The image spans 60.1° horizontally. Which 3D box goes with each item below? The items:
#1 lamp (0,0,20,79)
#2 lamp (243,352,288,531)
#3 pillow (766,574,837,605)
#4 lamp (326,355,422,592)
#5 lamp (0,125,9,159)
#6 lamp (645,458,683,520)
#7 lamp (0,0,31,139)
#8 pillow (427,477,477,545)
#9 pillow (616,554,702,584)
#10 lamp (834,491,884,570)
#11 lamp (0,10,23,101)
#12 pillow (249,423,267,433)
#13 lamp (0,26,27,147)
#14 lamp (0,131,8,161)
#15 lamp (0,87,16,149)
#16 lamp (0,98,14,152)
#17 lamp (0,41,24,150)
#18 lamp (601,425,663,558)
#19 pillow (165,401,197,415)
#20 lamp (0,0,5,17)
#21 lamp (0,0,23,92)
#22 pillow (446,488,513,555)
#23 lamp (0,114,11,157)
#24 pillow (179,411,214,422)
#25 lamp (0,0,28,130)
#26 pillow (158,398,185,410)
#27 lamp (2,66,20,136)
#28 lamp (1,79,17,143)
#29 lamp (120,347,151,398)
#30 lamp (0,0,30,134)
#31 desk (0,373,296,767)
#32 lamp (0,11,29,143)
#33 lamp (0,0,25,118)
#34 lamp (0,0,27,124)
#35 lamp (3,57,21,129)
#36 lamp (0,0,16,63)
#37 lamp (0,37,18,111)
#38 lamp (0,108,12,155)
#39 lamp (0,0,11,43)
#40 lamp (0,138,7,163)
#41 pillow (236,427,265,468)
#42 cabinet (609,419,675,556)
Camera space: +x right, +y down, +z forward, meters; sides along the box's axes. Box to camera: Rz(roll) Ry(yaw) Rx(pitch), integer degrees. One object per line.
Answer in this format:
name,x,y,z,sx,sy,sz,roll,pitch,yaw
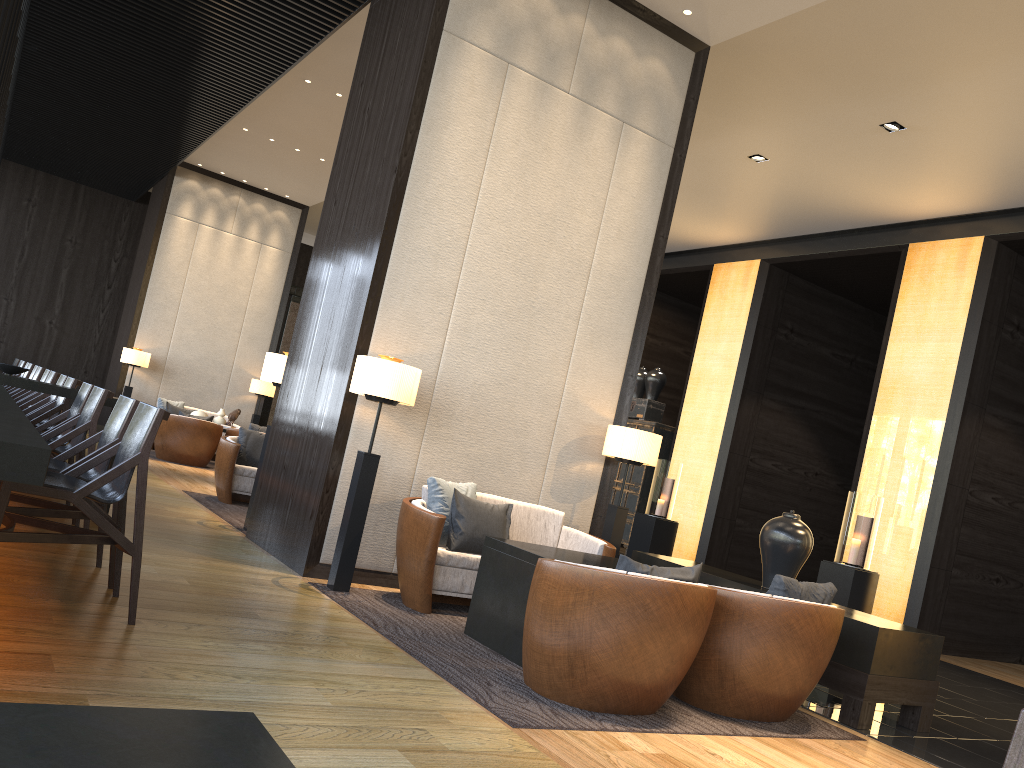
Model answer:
lamp,-2.358,-2.070,4.273,0.060,2.416,0.059,14,-2,-36
lamp,-1.778,0.436,6.564,0.375,1.348,0.375,13,-2,-2
pillow,1.297,1.068,4.110,0.401,0.361,0.221,15,-3,-31
lamp,-0.838,0.508,5.028,0.377,1.348,0.373,15,-3,-41
lamp,-7.105,-2.435,12.022,0.060,2.416,0.059,14,-2,-36
lamp,1.951,1.347,11.375,0.335,0.728,0.339,11,-3,32
lamp,-4.365,-2.225,7.550,0.060,2.416,0.060,14,-2,-26
pillow,-0.358,0.776,5.334,0.200,0.399,0.436,11,-4,37
pillow,0.588,0.871,3.656,0.444,0.337,0.204,15,-3,-25
lamp,3.479,1.464,8.881,0.335,0.728,0.339,11,-3,32
lamp,-2.869,-2.109,5.107,0.060,2.416,0.059,14,-2,-36
pillow,-3.294,0.715,11.604,0.401,0.361,0.221,15,-3,-31
lamp,-4.851,-2.262,8.342,0.060,2.416,0.060,14,-2,-26
lamp,-7.364,-2.455,12.445,0.060,2.416,0.059,14,-2,-36
lamp,-6.087,-2.357,10.361,0.060,2.416,0.059,14,-2,-36
lamp,-6.347,-2.377,10.784,0.060,2.416,0.059,14,-2,-36
lamp,-5.108,-2.282,8.762,0.060,2.416,0.059,14,-2,-36
lamp,0.696,0.961,6.009,0.374,1.316,0.376,12,-2,12
pillow,-4.790,0.473,12.749,0.475,0.360,0.218,15,-4,-35
lamp,-1.555,-2.008,2.962,0.060,2.416,0.059,14,-2,-36
lamp,-2.645,-2.092,4.741,0.060,2.416,0.059,14,-2,-36
pillow,-0.199,0.826,5.255,0.475,0.360,0.218,15,-4,-35
lamp,-6.840,-2.415,11.590,0.060,2.416,0.059,14,-2,-36
pillow,-4.002,0.518,11.150,0.444,0.337,0.204,15,-3,-25
lamp,-3.873,-2.187,6.746,0.060,2.416,0.059,14,-2,-36
pillow,-4.949,0.424,12.828,0.200,0.399,0.436,11,-4,37
lamp,-5.601,-2.319,9.566,0.060,2.416,0.059,14,-2,-36
lamp,-5.847,-2.338,9.968,0.060,2.416,0.059,14,-2,-36
lamp,-5.490,0.151,12.622,0.375,1.348,0.375,13,-2,-2
lamp,-4.105,-2.204,7.124,0.060,2.416,0.059,14,-2,-36
desk,-0.824,0.473,1.295,1.792,0.758,28.625,16,-6,-31
lamp,-4.614,-2.244,7.956,0.060,2.416,0.059,14,-2,-36
lamp,-3.383,-2.149,5.946,0.060,2.416,0.059,14,-2,-36
lamp,-3.620,-2.167,6.334,0.060,2.416,0.059,14,-2,-36
lamp,-5.365,-2.301,9.181,0.060,2.416,0.060,14,-2,-26
lamp,-2.089,-2.050,3.835,0.060,2.416,0.059,14,-2,-36
lamp,-3.141,-2.130,5.551,0.060,2.416,0.059,14,-2,-36
lamp,-6.591,-2.396,11.183,0.060,2.416,0.059,14,-2,-36
lamp,-1.822,-2.029,3.398,0.060,2.416,0.059,14,-2,-36
lamp,-7.629,-2.475,12.877,0.060,2.416,0.059,14,-2,-36
pillow,-2.429,0.621,8.432,0.401,0.361,0.221,15,-3,-31
cabinet,1.691,1.499,12.860,0.551,1.919,1.182,14,-3,-31
